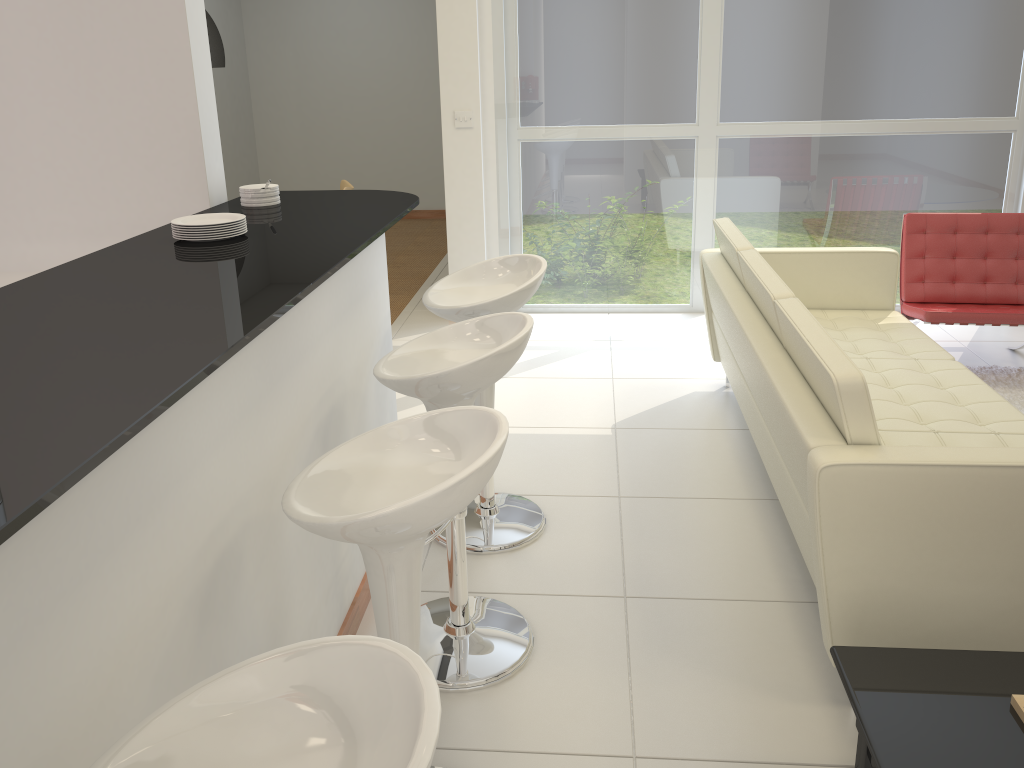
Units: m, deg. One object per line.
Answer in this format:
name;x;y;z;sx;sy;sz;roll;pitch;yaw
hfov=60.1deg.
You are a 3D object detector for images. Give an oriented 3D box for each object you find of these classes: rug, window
rug;2.526;0.483;3.320;2.443;0.004;3.386;1;20;6
window;1.601;-1.762;5.697;3.432;2.670;0.123;0;17;5

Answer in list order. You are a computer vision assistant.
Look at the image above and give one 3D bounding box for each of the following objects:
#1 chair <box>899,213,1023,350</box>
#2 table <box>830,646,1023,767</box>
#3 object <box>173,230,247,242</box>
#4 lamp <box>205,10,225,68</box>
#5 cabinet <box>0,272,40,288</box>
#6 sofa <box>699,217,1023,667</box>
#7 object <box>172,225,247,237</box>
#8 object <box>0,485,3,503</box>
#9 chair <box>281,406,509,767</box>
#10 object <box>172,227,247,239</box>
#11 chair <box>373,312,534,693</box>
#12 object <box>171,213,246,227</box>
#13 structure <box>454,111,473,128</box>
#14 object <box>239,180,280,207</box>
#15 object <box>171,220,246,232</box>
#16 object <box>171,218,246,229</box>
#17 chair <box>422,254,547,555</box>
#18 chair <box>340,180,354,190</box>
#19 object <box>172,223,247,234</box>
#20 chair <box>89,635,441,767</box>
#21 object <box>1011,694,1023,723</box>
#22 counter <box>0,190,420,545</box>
chair;2.534;-0.483;4.825;0.700;0.803;0.718;2;19;10
table;1.138;0.902;1.664;0.916;0.415;0.713;0;19;5
object;-0.888;-0.439;2.611;0.212;0.015;0.212;-18;25;-38
lamp;-2.060;-2.612;5.147;0.594;1.469;0.604;1;18;7
cabinet;-2.453;0.614;1.925;2.494;0.968;3.394;0;20;5
sofa;1.351;0.008;3.385;1.000;0.907;2.610;0;20;5
object;-0.889;-0.452;2.607;0.212;0.015;0.212;-18;25;-38
object;-0.748;-0.016;0.960;0.321;0.331;0.326;0;19;5
chair;-0.224;0.565;1.845;0.465;1.004;0.464;4;18;16
object;-0.889;-0.445;2.609;0.212;0.015;0.212;-18;25;-38
chair;-0.159;0.311;2.542;0.465;1.004;0.464;4;18;16
object;-0.890;-0.478;2.599;0.212;0.015;0.212;-18;25;-38
structure;-0.313;-1.712;5.724;0.114;0.103;0.013;0;17;5
object;-0.921;-0.701;3.214;0.140;0.096;0.176;-2;19;-2
object;-0.889;-0.465;2.603;0.212;0.015;0.212;-18;25;-38
object;-0.889;-0.472;2.601;0.212;0.015;0.212;-18;25;-38
chair;-0.097;0.057;3.240;0.465;1.004;0.464;-4;18;-8
chair;-1.370;-0.984;6.389;0.516;0.892;0.530;-5;18;-11
object;-0.889;-0.459;2.605;0.212;0.015;0.212;-18;25;-38
chair;-0.294;0.840;1.089;0.465;1.004;0.464;4;18;16
object;1.167;0.696;1.591;0.360;0.021;0.366;0;20;5
counter;-0.811;-0.256;2.143;0.735;0.019;3.016;0;20;5
